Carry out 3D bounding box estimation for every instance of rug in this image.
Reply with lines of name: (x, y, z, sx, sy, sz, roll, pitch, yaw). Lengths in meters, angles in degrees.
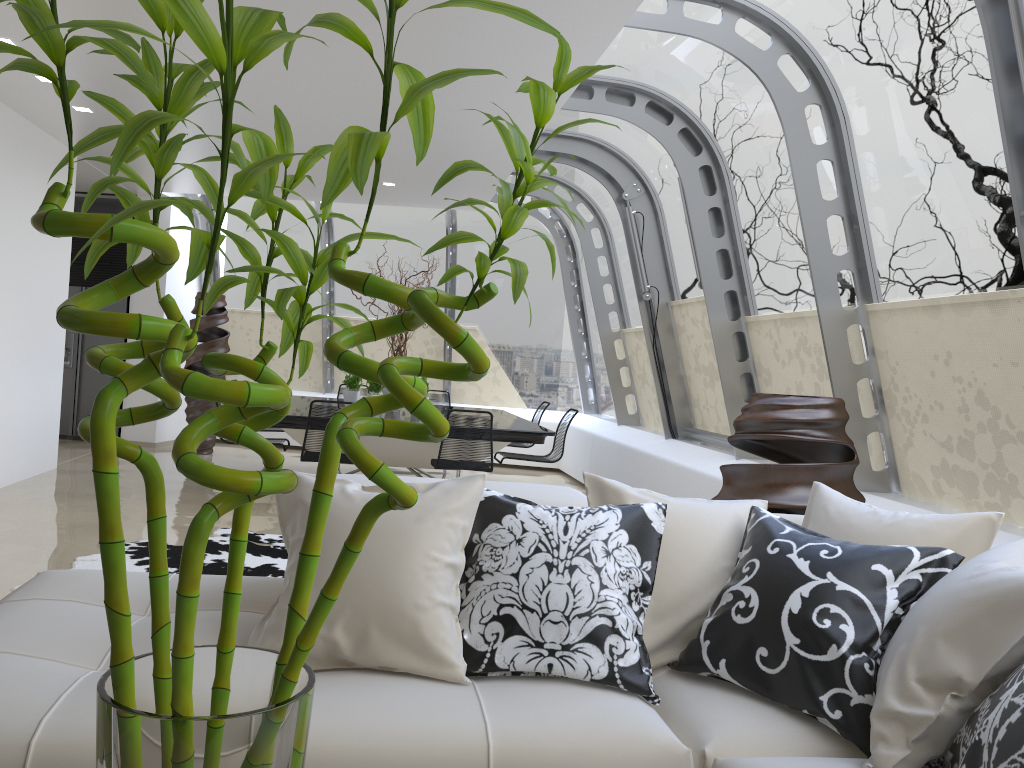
rug: (-0.911, 1.092, 5.013, 3.220, 0.008, 2.705, 4, 1, -9)

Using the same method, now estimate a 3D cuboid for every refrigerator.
refrigerator: (-5.008, -0.261, 10.444, 1.006, 1.742, 0.234, 4, 1, 4)

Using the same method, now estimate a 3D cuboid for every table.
table: (-1.125, 0.629, 8.400, 2.494, 0.759, 3.031, 4, 1, -9)

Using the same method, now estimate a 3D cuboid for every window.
window: (-5.329, -0.679, 4.883, 16.693, 3.674, 16.171, 4, 1, -3)

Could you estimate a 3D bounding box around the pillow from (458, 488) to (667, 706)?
pillow: (0.103, 0.546, 2.378, 0.604, 0.471, 0.394, 5, 1, 7)

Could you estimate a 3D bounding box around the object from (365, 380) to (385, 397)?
object: (-1.249, 0.061, 8.086, 0.215, 0.369, 0.284, 5, 1, 24)

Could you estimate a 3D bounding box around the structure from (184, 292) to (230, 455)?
structure: (-3.487, -0.116, 10.088, 0.498, 1.843, 0.493, 4, 1, 2)

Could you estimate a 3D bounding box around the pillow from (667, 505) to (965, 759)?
pillow: (0.754, 0.609, 2.285, 0.405, 0.483, 0.599, 3, 2, -40)

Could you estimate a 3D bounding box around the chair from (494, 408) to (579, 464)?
chair: (0.220, 0.462, 8.013, 0.688, 0.519, 0.446, 4, 1, -9)

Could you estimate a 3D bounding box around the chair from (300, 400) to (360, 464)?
chair: (-1.356, 0.368, 6.740, 0.446, 0.519, 0.688, 4, 1, -9)

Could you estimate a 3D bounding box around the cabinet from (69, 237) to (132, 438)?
cabinet: (-5.550, -0.651, 10.784, 2.252, 2.558, 0.831, 4, 1, 5)

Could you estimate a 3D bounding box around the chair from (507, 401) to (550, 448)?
chair: (0.021, 0.421, 9.273, 0.688, 0.519, 0.446, 4, 1, -9)

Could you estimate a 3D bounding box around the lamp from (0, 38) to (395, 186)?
lamp: (-5.147, -2.095, 2.912, 9.775, 0.004, 9.928, 4, 1, -8)

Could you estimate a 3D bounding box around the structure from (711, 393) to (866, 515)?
structure: (1.247, 0.675, 4.067, 0.672, 1.258, 0.674, 4, 1, -32)

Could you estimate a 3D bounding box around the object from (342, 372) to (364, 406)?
object: (-1.520, 0.032, 8.480, 0.215, 0.369, 0.284, 5, 1, 29)

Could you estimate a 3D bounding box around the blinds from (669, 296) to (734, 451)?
blinds: (1.597, -0.072, 7.060, 0.387, 1.214, 1.376, 4, 1, -9)

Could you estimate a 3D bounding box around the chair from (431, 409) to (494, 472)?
chair: (-0.373, 0.440, 6.898, 0.446, 0.519, 0.688, 4, 1, -9)

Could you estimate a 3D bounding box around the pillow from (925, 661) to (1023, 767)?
pillow: (1.012, 0.613, 1.572, 0.382, 0.467, 0.608, 5, 1, 10)

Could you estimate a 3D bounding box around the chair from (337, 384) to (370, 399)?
chair: (-1.772, 0.272, 9.841, 0.446, 0.519, 0.688, 4, 1, -9)

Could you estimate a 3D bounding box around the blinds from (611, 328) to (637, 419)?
blinds: (1.229, 0.458, 10.325, 0.663, 2.118, 1.829, 4, 1, -9)

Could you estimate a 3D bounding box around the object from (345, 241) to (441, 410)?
object: (-1.219, -0.536, 8.390, 1.031, 1.549, 1.135, 4, 1, -17)

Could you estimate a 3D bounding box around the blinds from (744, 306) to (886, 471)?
blinds: (1.858, 0.073, 5.549, 0.329, 1.027, 1.430, 4, 1, -9)

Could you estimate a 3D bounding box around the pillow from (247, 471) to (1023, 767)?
pillow: (0.863, 0.588, 1.649, 1.656, 0.530, 3.322, 3, 2, -39)

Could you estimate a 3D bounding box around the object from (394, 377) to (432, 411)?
object: (-0.929, 0.031, 8.270, 0.417, 0.476, 0.238, 5, 1, 19)

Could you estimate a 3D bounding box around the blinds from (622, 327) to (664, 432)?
blinds: (1.378, -0.027, 8.589, 0.329, 1.027, 1.430, 4, 1, -9)

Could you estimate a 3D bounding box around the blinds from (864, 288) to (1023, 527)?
blinds: (2.097, 0.123, 4.029, 0.329, 1.027, 1.430, 4, 1, -9)

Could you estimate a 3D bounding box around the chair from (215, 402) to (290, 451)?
chair: (-2.258, 0.281, 7.617, 0.688, 0.519, 0.446, 4, 1, -9)

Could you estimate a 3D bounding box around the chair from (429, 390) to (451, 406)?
chair: (-0.860, 0.339, 9.987, 0.446, 0.519, 0.688, 4, 1, -9)

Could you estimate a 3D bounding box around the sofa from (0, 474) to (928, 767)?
sofa: (0.292, 0.835, 1.221, 3.257, 0.866, 4.169, 4, 1, -9)

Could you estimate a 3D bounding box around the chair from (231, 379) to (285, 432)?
chair: (-2.457, 0.240, 8.877, 0.688, 0.519, 0.446, 4, 1, -9)

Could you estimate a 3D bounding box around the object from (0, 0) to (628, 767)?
object: (-0.250, 0.034, 0.879, 0.673, 1.546, 0.584, 5, 1, 30)
